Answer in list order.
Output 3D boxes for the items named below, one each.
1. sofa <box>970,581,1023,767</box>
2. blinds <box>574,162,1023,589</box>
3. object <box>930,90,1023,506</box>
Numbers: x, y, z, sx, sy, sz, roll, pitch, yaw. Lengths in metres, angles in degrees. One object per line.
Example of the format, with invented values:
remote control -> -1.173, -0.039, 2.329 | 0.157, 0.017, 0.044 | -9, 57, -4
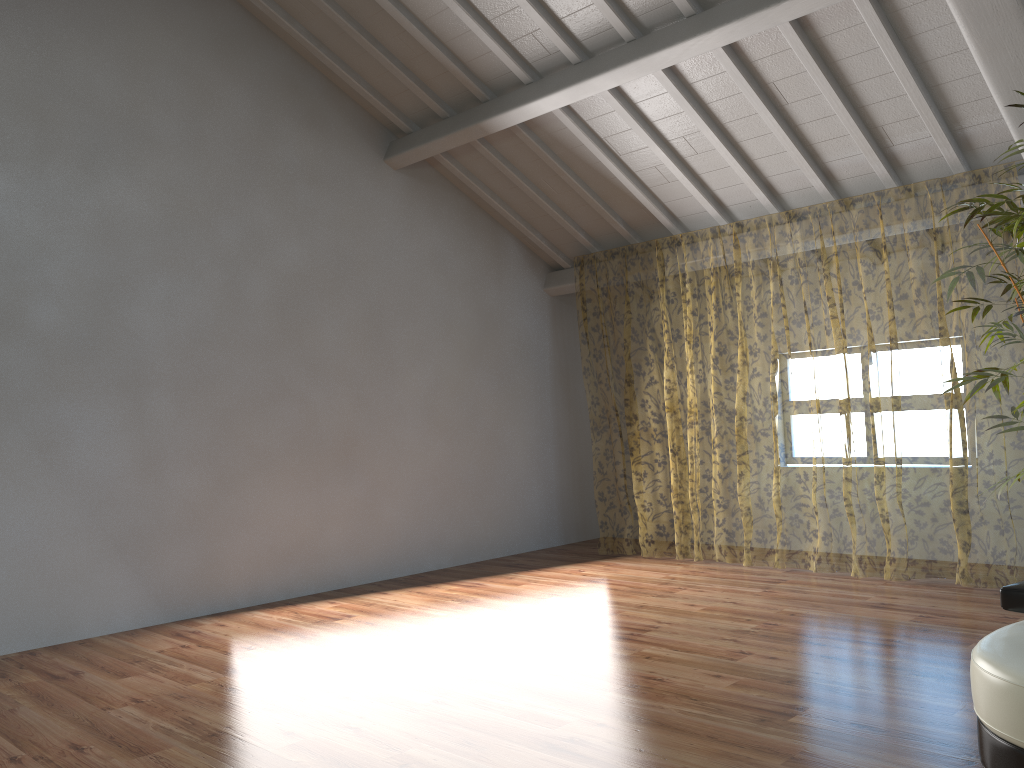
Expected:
sofa -> 2.908, 0.709, 2.366 | 3.047, 0.805, 1.359 | -4, -3, 24
blinds -> 1.850, 0.058, 6.435 | 3.505, 2.546, 0.306 | -5, -4, 45
object -> 2.644, -0.052, 3.993 | 1.177, 2.473, 1.399 | -2, -3, -20
